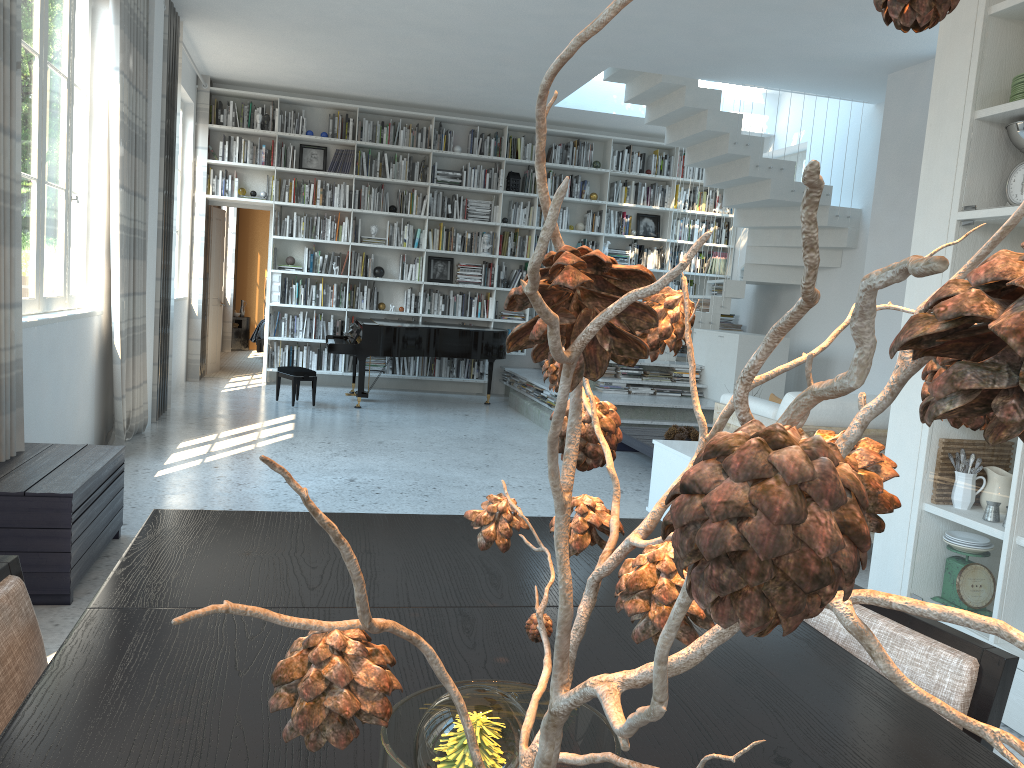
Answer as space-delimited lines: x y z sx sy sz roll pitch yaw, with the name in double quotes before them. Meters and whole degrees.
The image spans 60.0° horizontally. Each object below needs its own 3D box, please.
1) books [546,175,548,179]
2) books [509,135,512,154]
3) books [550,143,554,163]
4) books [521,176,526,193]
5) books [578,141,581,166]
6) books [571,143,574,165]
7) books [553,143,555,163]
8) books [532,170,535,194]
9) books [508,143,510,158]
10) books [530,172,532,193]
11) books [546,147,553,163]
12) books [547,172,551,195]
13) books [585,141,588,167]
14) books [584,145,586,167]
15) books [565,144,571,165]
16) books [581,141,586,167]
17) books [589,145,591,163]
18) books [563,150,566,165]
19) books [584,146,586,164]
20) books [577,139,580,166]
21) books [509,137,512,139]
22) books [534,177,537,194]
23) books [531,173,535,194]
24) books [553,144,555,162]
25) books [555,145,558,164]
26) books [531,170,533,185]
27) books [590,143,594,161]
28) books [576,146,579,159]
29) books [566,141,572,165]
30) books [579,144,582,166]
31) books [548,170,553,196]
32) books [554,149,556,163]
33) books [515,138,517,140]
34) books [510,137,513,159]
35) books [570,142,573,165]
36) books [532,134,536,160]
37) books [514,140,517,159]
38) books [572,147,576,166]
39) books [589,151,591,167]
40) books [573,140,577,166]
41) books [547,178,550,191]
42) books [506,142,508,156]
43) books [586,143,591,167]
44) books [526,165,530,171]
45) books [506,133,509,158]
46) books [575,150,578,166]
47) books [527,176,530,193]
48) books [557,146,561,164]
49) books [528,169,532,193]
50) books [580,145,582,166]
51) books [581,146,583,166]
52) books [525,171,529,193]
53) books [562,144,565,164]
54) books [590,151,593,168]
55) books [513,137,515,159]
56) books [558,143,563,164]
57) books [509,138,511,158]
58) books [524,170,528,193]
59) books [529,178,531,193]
"books" 0.381 -2.328 10.452 0.026 0.243 0.148 3 6 -13
"books" -0.031 -2.735 10.307 0.007 0.279 0.150 3 7 -13
"books" 0.460 -2.689 10.414 0.009 0.244 0.173 3 6 -13
"books" 0.133 -2.329 10.403 0.019 0.214 0.155 3 6 -13
"books" 0.772 -2.698 10.468 0.015 0.300 0.183 3 6 -13
"books" 0.699 -2.698 10.484 0.007 0.285 0.159 3 7 -13
"books" 0.477 -2.696 10.435 0.012 0.255 0.133 3 7 -13
"books" 0.248 -2.362 10.428 0.005 0.292 0.130 3 7 -13
"books" -0.058 -2.693 10.306 0.015 0.193 0.159 3 6 -13
"books" 0.205 -2.344 10.400 0.005 0.255 0.158 3 6 -13
"books" 0.433 -2.670 10.403 0.046 0.206 0.183 3 6 -13
"books" 0.426 -2.345 10.458 0.011 0.283 0.172 3 6 -13
"books" 0.862 -2.709 10.531 0.008 0.322 0.133 3 7 -13
"books" 0.852 -2.696 10.513 0.019 0.299 0.137 3 7 -13
"books" 0.642 -2.685 10.442 0.028 0.258 0.184 3 6 -13
"books" 0.830 -2.700 10.496 0.008 0.307 0.182 3 7 -13
"books" 0.894 -2.682 10.507 0.008 0.279 0.180 3 6 -13
"books" 0.602 -2.658 10.479 0.031 0.191 0.132 3 6 -13
"books" 0.837 -2.676 10.507 0.014 0.259 0.149 3 7 -13
"books" 0.759 -2.716 10.480 0.007 0.330 0.183 3 7 -13
"books" -0.036 -2.724 10.296 0.006 0.260 0.165 3 6 -13
"books" 0.259 -2.319 10.401 0.008 0.214 0.223 3 6 -13
"books" 0.230 -2.338 10.392 0.013 0.248 0.186 3 6 -13
"books" 0.467 -2.690 10.424 0.011 0.244 0.172 3 6 -13
"books" 0.502 -2.679 10.420 0.013 0.230 0.173 3 6 -13
"books" 0.209 -2.364 10.427 0.013 0.289 0.131 3 7 -13
"books" 0.932 -2.694 10.519 0.006 0.306 0.163 3 7 -13
"books" 0.749 -2.677 10.483 0.008 0.251 0.169 3 6 -13
"books" 0.663 -2.703 10.469 0.024 0.293 0.167 3 7 -13
"books" 0.785 -2.691 10.500 0.012 0.281 0.144 3 7 -13
"books" 0.441 -2.356 10.454 0.014 0.307 0.152 3 7 -13
"books" 0.487 -2.658 10.432 0.009 0.183 0.160 3 6 -13
"books" 0.026 -2.726 10.338 0.007 0.264 0.132 3 7 -13
"books" -0.010 -2.723 10.304 0.034 0.261 0.157 3 6 -13
"books" 0.681 -2.705 10.485 0.017 0.295 0.138 3 7 -13
"books" 0.252 -2.746 10.382 0.012 0.330 0.128 3 7 -13
"books" 0.022 -2.707 10.303 0.015 0.234 0.170 3 6 -13
"books" 0.713 -2.669 10.472 0.018 0.231 0.159 3 6 -13
"books" 0.902 -2.651 10.526 0.018 0.215 0.157 3 6 -13
"books" 0.727 -2.709 10.475 0.006 0.313 0.178 3 7 -13
"books" 0.409 -2.307 10.442 0.026 0.208 0.180 3 6 -13
"books" -0.082 -2.701 10.310 0.016 0.204 0.143 3 6 -13
"books" 0.884 -2.692 10.509 0.013 0.297 0.188 3 6 -13
"books" 0.169 -2.389 10.399 0.025 0.340 0.142 3 7 -13
"books" -0.064 -2.745 10.291 0.007 0.298 0.180 3 6 -13
"books" 0.737 -2.651 10.469 0.018 0.201 0.188 3 6 -13
"books" 0.170 -2.328 10.407 0.024 0.217 0.168 3 6 -13
"books" 0.528 -2.677 10.440 0.028 0.226 0.163 3 6 -13
"books" 0.187 -2.360 10.385 0.021 0.288 0.179 3 6 -13
"books" 0.795 -2.687 10.499 0.008 0.275 0.162 3 7 -13
"books" 0.810 -2.675 10.503 0.024 0.253 0.149 3 7 -13
"books" 0.162 -2.354 10.386 0.022 0.272 0.181 3 6 -13
"books" 0.583 -2.690 10.452 0.021 0.257 0.168 3 6 -13
"books" 0.919 -2.646 10.521 0.014 0.209 0.187 3 6 -13
"books" 0.009 -2.724 10.316 0.008 0.262 0.142 3 7 -13
"books" 0.558 -2.690 10.444 0.030 0.255 0.161 3 6 -13
"books" -0.040 -2.713 10.281 0.007 0.240 0.191 3 6 -13
"books" 0.149 -2.354 10.370 0.021 0.272 0.190 3 6 -13
"books" 0.193 -2.324 10.411 0.013 0.211 0.139 3 6 -13
